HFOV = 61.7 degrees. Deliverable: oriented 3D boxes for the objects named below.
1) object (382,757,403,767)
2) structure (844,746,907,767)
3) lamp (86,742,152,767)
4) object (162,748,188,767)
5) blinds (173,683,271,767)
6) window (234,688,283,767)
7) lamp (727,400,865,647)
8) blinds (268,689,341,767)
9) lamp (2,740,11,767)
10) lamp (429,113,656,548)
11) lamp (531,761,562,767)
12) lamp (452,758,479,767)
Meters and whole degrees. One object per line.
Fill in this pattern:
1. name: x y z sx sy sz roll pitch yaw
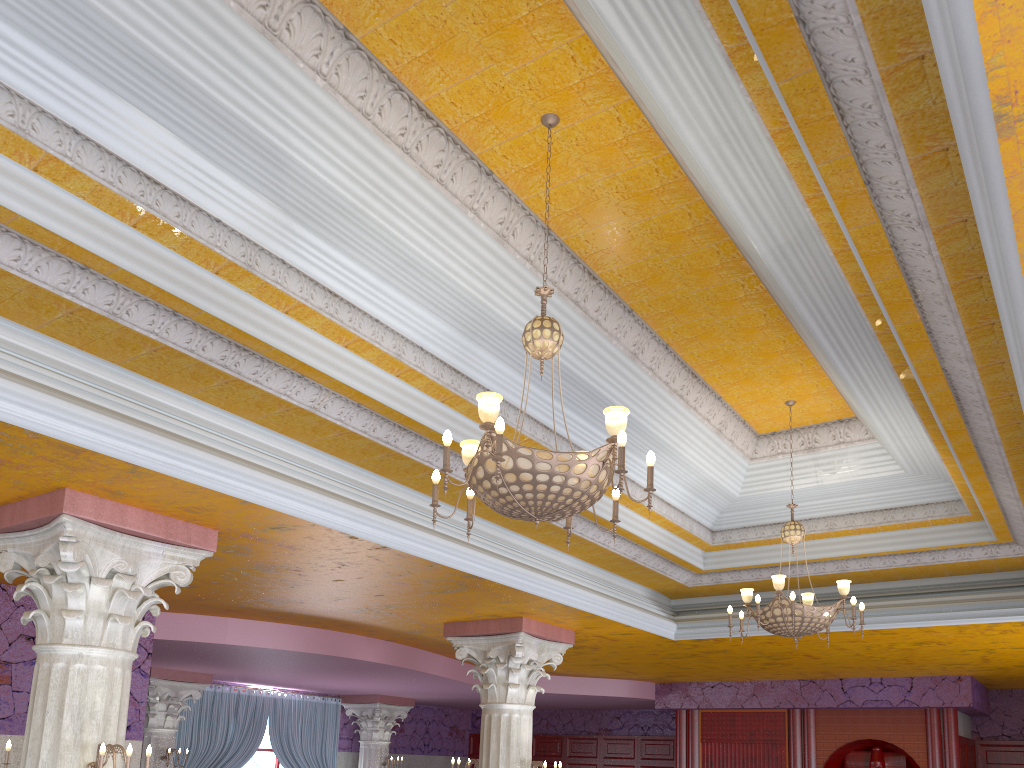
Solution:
1. object: -1.092 6.771 14.117 0.358 1.110 5.991 8 -23 -25
2. structure: 5.617 6.571 13.386 0.979 1.746 0.669 -7 -15 35
3. lamp: -2.414 2.282 5.115 0.384 0.258 0.362 -6 -21 21
4. object: -5.035 5.512 12.638 0.384 0.258 0.362 -6 -21 21
5. blinds: -4.909 6.638 14.248 0.247 3.149 2.045 -5 -16 35
6. window: -4.930 6.745 15.462 0.162 2.402 3.755 -5 -20 34
7. lamp: 2.390 1.137 7.297 0.963 2.057 1.012 4 -13 -9
8. blinds: -3.843 7.346 15.763 0.247 3.150 1.916 -5 -15 32
9. lamp: -3.140 2.531 5.739 0.384 0.258 0.362 -6 -21 21
10. lamp: 0.152 -0.347 4.118 0.963 2.057 1.012 4 -13 -9
11. lamp: 0.300 4.083 8.970 0.384 0.258 0.362 -6 -21 21
12. lamp: -0.452 4.315 9.557 0.384 0.258 0.362 -6 -21 21
